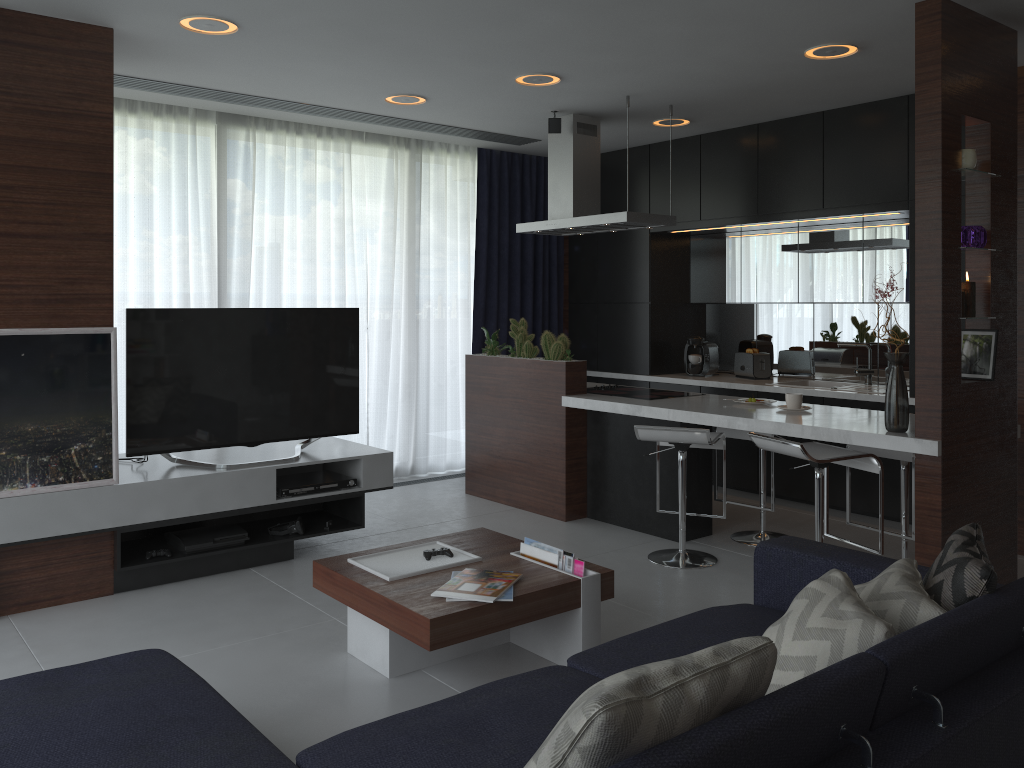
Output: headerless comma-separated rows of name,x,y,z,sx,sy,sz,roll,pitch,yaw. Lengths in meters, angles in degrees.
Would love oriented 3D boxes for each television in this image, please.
television,-1.349,0.000,4.560,1.232,0.785,0.298,-3,2,-39

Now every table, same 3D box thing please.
table,-0.189,0.835,3.271,0.801,0.352,0.807,-3,5,-39

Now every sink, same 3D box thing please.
sink,2.207,-0.018,5.913,0.504,0.492,0.855,-2,4,-39

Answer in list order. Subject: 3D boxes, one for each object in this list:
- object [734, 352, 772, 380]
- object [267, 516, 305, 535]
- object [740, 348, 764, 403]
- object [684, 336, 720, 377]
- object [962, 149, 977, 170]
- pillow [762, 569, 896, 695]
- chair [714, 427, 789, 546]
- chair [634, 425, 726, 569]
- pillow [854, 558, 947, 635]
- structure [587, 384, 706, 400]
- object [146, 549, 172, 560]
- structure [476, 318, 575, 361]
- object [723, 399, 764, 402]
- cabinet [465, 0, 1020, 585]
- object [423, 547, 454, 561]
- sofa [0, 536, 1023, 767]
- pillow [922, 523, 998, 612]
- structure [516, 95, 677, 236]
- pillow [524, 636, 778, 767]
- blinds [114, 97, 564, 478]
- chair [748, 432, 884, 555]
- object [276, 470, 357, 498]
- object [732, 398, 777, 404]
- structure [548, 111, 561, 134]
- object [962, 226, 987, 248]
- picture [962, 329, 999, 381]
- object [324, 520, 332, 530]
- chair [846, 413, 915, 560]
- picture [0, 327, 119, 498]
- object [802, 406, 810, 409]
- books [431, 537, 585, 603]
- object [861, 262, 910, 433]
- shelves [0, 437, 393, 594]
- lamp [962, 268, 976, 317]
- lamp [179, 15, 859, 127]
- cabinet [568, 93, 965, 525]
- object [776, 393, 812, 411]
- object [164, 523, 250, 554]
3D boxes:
object,1.777,-0.137,6.544,0.176,0.195,0.261,-1,3,-18
object,-1.164,0.731,4.548,0.184,0.079,0.117,-1,4,-9
object,1.558,-0.077,5.699,0.140,0.221,1.884,0,5,16
object,1.453,-0.218,6.812,0.215,0.311,0.270,1,2,36
object,1.936,-0.942,3.757,0.088,0.086,0.218,2,5,34
pillow,0.704,0.647,2.078,0.280,0.350,0.419,0,3,4
chair,1.430,0.493,4.942,0.464,0.739,0.396,-1,2,-43
chair,0.855,0.546,4.520,0.396,0.708,0.464,1,2,24
pillow,0.908,0.637,2.276,0.330,0.294,0.417,1,3,13
structure,0.744,0.062,5.508,0.505,0.057,0.765,-4,6,-38
object,-1.648,0.789,4.118,0.112,0.036,0.071,-2,5,-26
structure,0.063,-0.294,5.767,0.223,0.285,1.002,-1,5,-36
object,1.293,0.092,4.878,0.249,0.008,0.026,2,5,20
cabinet,0.989,-0.422,5.060,0.786,2.548,3.341,0,3,-39
object,-0.284,0.641,3.361,0.112,0.036,0.071,-2,5,-26
sofa,-0.124,0.806,2.180,2.876,0.607,1.903,-4,6,-39
pillow,1.145,0.595,2.339,0.221,0.385,0.416,1,3,22
structure,0.526,-1.387,5.774,0.447,0.759,1.046,-1,3,-39
pillow,0.210,0.659,1.602,0.495,0.387,0.343,-3,3,-39
blinds,0.132,-0.357,3.105,5.805,2.767,7.152,-3,5,-35
chair,1.383,0.586,4.066,0.464,0.708,0.397,-1,1,-21
object,-1.095,0.528,4.685,0.431,0.053,0.336,-4,6,-39
object,1.343,0.100,4.890,0.238,0.019,0.239,2,6,23
structure,0.276,-1.684,5.711,0.084,0.142,0.114,0,2,1
object,1.960,-0.626,3.787,0.134,0.097,0.133,0,3,1
picture,2.026,-0.129,3.861,0.051,0.221,0.175,0,2,-35
object,-0.961,0.740,4.635,0.044,0.043,0.044,-2,3,-38
chair,1.966,0.545,4.355,0.464,0.739,0.396,-1,1,-33
picture,-1.965,0.109,3.807,0.500,0.700,0.053,-1,1,-39
object,1.508,0.119,4.612,0.036,0.012,0.166,-1,5,-13
books,1.902,0.471,6.403,0.405,0.372,8.258,2,5,30
object,1.616,-0.164,3.828,0.198,0.734,0.388,0,1,33
shelves,-1.837,0.655,4.432,2.352,0.498,0.874,-4,5,-39
lamp,1.917,-0.390,3.774,0.153,0.210,0.077,-1,1,-27
lamp,2.378,-1.665,5.100,5.351,0.084,9.607,4,6,37
cabinet,1.819,-0.542,6.393,0.705,2.549,3.485,0,3,-39
object,1.461,0.094,4.576,0.182,0.086,0.182,2,5,28
object,-1.502,0.753,4.344,0.314,0.067,0.314,-4,6,-39
